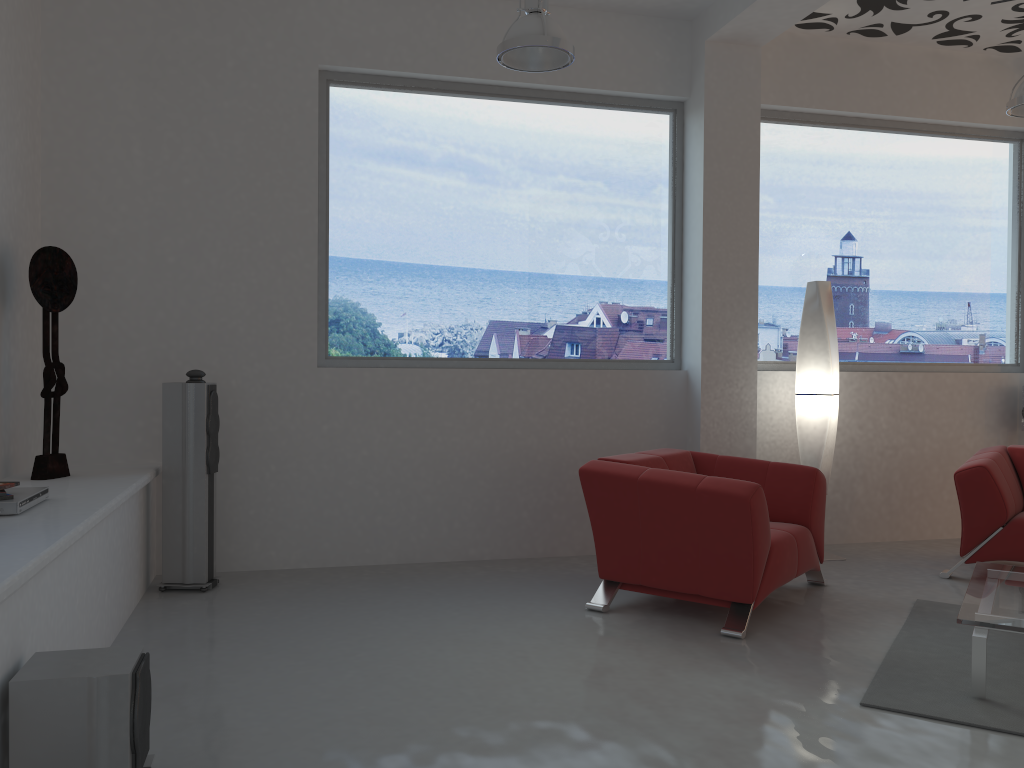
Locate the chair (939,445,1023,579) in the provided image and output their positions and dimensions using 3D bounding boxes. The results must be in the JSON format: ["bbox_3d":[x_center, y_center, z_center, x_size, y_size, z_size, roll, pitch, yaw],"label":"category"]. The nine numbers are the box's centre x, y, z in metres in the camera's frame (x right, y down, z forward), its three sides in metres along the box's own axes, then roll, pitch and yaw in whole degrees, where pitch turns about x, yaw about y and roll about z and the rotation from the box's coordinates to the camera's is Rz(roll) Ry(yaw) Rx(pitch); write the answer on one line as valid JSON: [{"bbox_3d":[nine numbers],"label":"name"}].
[{"bbox_3d":[3.273,0.770,5.147,1.288,0.738,0.951,1,1,36],"label":"chair"}]

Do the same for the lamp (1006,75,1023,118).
[{"bbox_3d":[3.027,-1.966,5.034,0.379,0.800,0.379,1,1,15],"label":"lamp"}]

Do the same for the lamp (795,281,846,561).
[{"bbox_3d":[1.975,0.230,5.742,0.313,1.779,0.313,0,1,-22],"label":"lamp"}]

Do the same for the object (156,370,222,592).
[{"bbox_3d":[-1.743,0.513,4.796,0.273,1.184,0.255,0,1,1],"label":"object"}]

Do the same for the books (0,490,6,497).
[{"bbox_3d":[-1.970,0.404,3.306,0.135,0.015,0.190,0,1,-34],"label":"books"}]

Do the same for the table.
[{"bbox_3d":[2.405,1.010,3.484,1.097,0.286,1.162,1,1,31],"label":"table"}]

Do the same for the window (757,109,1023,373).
[{"bbox_3d":[2.687,-0.987,6.402,2.400,1.800,0.100,0,1,-14],"label":"window"}]

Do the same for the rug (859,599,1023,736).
[{"bbox_3d":[2.414,1.155,3.480,1.700,0.025,1.700,1,1,31],"label":"rug"}]

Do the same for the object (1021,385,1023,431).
[{"bbox_3d":[3.758,0.567,6.374,0.214,1.112,0.229,1,1,41],"label":"object"}]

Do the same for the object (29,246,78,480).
[{"bbox_3d":[-2.254,-0.106,4.334,0.108,1.130,0.331,1,1,11],"label":"object"}]

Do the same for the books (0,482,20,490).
[{"bbox_3d":[-1.978,0.388,3.356,0.135,0.015,0.190,0,1,-4],"label":"books"}]

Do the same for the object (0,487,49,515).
[{"bbox_3d":[-2.017,0.447,3.393,0.352,0.045,0.430,0,1,-14],"label":"object"}]

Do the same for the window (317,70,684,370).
[{"bbox_3d":[-0.029,-0.997,5.720,2.400,1.800,0.100,0,1,-14],"label":"window"}]

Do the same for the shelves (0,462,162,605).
[{"bbox_3d":[-1.637,0.522,2.353,0.650,0.050,5.500,0,1,-14],"label":"shelves"}]

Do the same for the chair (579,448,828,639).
[{"bbox_3d":[1.052,0.760,4.718,0.951,0.738,1.288,1,1,36],"label":"chair"}]

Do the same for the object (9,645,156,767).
[{"bbox_3d":[-1.192,0.961,2.467,0.337,0.374,0.336,0,1,-14],"label":"object"}]

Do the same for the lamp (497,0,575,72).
[{"bbox_3d":[0.118,-1.977,4.303,0.379,0.800,0.379,1,1,25],"label":"lamp"}]

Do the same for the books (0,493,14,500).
[{"bbox_3d":[-1.968,0.419,3.307,0.190,0.015,0.135,1,1,41],"label":"books"}]
